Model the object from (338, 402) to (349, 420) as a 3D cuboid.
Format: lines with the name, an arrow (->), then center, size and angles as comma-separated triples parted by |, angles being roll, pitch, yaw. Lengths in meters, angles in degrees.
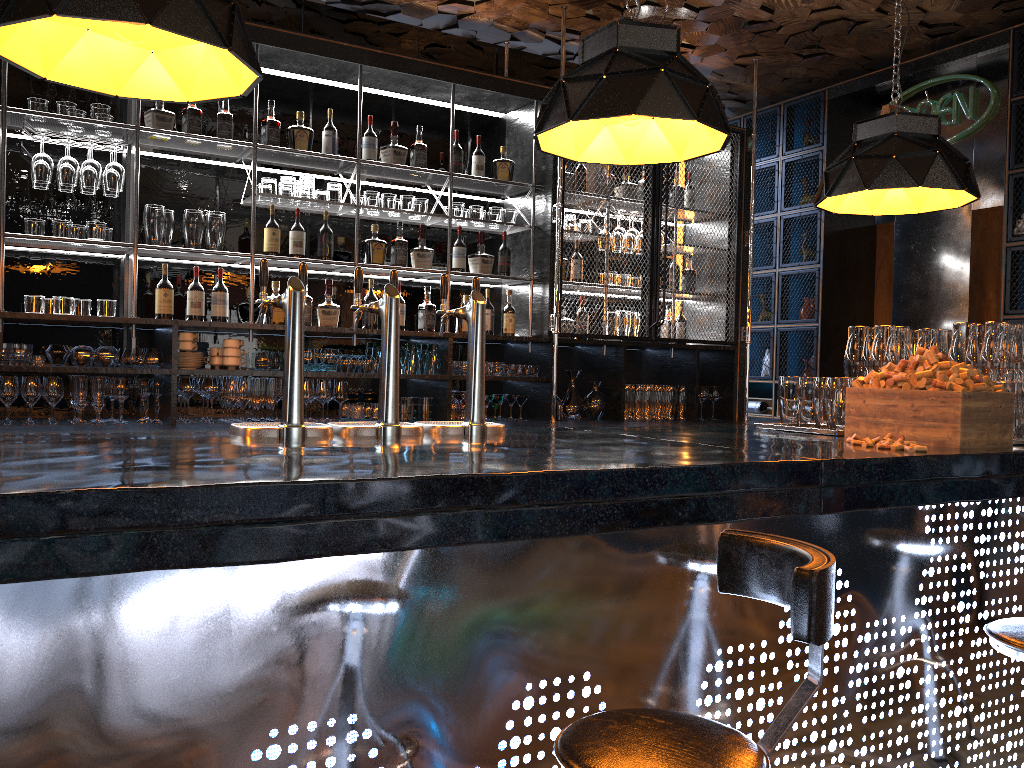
object -> -0.956, 0.154, 5.060 | 0.067, 0.100, 0.067 | 1, 1, -38

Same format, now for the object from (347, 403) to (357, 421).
object -> -0.892, 0.157, 4.968 | 0.067, 0.100, 0.067 | 1, 1, -38

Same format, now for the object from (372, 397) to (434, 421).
object -> -0.632, 0.143, 5.115 | 0.356, 0.134, 0.206 | 1, 1, -23

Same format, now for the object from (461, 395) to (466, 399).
object -> -0.258, 0.142, 5.372 | 0.106, 0.148, 0.106 | 2, 1, 2

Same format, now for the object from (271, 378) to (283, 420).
object -> -1.295, 0.083, 4.892 | 0.091, 0.229, 0.091 | 2, 1, 6

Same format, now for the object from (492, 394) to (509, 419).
object -> -0.074, 0.141, 5.604 | 0.107, 0.152, 0.107 | 1, 1, -24

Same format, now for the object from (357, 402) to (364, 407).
object -> -0.869, 0.156, 5.105 | 0.067, 0.099, 0.067 | 2, 1, 32

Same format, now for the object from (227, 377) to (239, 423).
object -> -1.428, 0.082, 4.535 | 0.058, 0.234, 0.058 | 2, 1, 13

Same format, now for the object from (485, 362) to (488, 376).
object -> -0.188, -0.090, 5.236 | 0.084, 0.082, 0.084 | 1, 1, -12

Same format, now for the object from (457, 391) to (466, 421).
object -> -0.284, 0.131, 5.239 | 0.089, 0.174, 0.089 | 2, 1, 21

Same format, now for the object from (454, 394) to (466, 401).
object -> -0.318, 0.139, 5.473 | 0.106, 0.148, 0.106 | 1, 1, -11

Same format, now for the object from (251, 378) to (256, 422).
object -> -1.346, 0.084, 4.649 | 0.049, 0.231, 0.049 | 1, 1, -21

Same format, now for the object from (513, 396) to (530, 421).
object -> 0.054, 0.148, 5.393 | 0.107, 0.152, 0.107 | 1, 1, -4

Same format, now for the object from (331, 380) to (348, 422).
object -> -0.935, 0.093, 4.834 | 0.091, 0.229, 0.091 | 2, 1, 32

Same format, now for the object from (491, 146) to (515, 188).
object -> -0.055, -1.347, 5.502 | 0.151, 0.248, 0.094 | 1, 1, -1

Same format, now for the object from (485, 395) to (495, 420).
object -> -0.159, 0.143, 5.431 | 0.106, 0.148, 0.106 | 1, 1, -1

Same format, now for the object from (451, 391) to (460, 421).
object -> -0.347, 0.131, 5.134 | 0.089, 0.174, 0.089 | 2, 1, 21

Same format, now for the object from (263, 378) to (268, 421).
object -> -1.307, 0.083, 4.745 | 0.049, 0.231, 0.049 | 1, 1, -22

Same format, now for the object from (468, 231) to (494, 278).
object -> -0.189, -0.794, 5.427 | 0.123, 0.279, 0.123 | 1, 1, -41

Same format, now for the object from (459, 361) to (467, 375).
object -> -0.273, -0.092, 5.189 | 0.084, 0.082, 0.084 | 1, 1, -29

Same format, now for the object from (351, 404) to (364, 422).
object -> -0.848, 0.160, 4.864 | 0.067, 0.100, 0.067 | 1, 1, -38

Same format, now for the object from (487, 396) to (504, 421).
object -> -0.101, 0.146, 5.330 | 0.106, 0.148, 0.106 | 1, 1, -20

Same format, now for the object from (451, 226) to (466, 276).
object -> -0.321, -0.807, 5.375 | 0.086, 0.298, 0.086 | 2, 1, 19

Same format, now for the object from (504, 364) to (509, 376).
object -> -0.035, -0.085, 5.479 | 0.088, 0.070, 0.098 | 1, 1, -7

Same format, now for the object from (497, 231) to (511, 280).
object -> -0.050, -0.803, 5.526 | 0.086, 0.299, 0.086 | 2, 1, 19

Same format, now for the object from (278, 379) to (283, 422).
object -> -1.186, 0.089, 4.687 | 0.091, 0.229, 0.091 | 1, 1, -44

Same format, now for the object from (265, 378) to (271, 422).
object -> -1.279, 0.085, 4.686 | 0.049, 0.231, 0.049 | 1, 1, -26

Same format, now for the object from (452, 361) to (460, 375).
object -> -0.344, -0.093, 5.151 | 0.084, 0.082, 0.084 | 1, 1, -37

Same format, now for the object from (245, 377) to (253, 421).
object -> -1.407, 0.081, 4.760 | 0.049, 0.231, 0.049 | 1, 1, -40

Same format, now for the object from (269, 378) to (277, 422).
object -> -1.248, 0.087, 4.629 | 0.049, 0.231, 0.049 | 1, 1, -35

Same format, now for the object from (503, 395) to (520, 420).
object -> -0.005, 0.145, 5.494 | 0.107, 0.152, 0.107 | 1, 1, -16

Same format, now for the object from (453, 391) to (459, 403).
object -> -0.351, 0.128, 5.312 | 0.089, 0.174, 0.089 | 2, 1, 21

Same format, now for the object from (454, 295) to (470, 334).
object -> -0.280, -0.417, 5.401 | 0.151, 0.248, 0.094 | 1, 1, -21

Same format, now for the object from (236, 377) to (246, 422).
object -> -1.422, 0.080, 4.659 | 0.058, 0.234, 0.058 | 2, 1, 3

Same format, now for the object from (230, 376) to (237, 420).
object -> -1.508, 0.076, 4.805 | 0.058, 0.234, 0.058 | 2, 1, 14

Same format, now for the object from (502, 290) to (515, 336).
object -> -0.020, -0.437, 5.550 | 0.080, 0.299, 0.080 | 1, 1, -28

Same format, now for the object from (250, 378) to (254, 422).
object -> -1.370, 0.082, 4.706 | 0.049, 0.231, 0.049 | 2, 1, 7

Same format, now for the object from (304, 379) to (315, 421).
object -> -1.125, 0.088, 4.859 | 0.091, 0.229, 0.091 | 2, 1, 2

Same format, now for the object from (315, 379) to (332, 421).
object -> -1.042, 0.089, 4.904 | 0.091, 0.229, 0.091 | 1, 1, -36

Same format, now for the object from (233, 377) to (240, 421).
object -> -1.465, 0.078, 4.738 | 0.058, 0.234, 0.058 | 2, 1, 37

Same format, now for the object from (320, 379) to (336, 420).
object -> -1.045, 0.087, 5.038 | 0.091, 0.229, 0.091 | 1, 1, -32

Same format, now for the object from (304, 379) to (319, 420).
object -> -1.131, 0.085, 4.985 | 0.091, 0.229, 0.091 | 2, 1, 28

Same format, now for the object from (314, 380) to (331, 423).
object -> -1.020, 0.092, 4.788 | 0.091, 0.229, 0.091 | 1, 1, -3

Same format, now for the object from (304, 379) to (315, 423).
object -> -1.100, 0.090, 4.743 | 0.091, 0.229, 0.091 | 2, 1, 17

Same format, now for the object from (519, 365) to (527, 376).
object -> 0.074, -0.082, 5.485 | 0.098, 0.070, 0.088 | 1, 1, -3

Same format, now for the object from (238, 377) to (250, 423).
object -> -1.383, 0.083, 4.572 | 0.058, 0.234, 0.058 | 1, 1, -27

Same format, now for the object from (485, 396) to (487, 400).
object -> -0.201, 0.145, 5.270 | 0.106, 0.148, 0.106 | 1, 1, -11

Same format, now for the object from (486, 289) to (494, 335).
object -> -0.153, -0.440, 5.490 | 0.086, 0.298, 0.086 | 2, 1, 19

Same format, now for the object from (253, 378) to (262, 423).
object -> -1.313, 0.086, 4.591 | 0.049, 0.231, 0.049 | 1, 1, -18

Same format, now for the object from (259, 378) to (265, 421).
object -> -1.345, 0.082, 4.791 | 0.049, 0.231, 0.049 | 1, 1, -27

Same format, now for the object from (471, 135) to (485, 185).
object -> -0.209, -1.377, 5.449 | 0.086, 0.298, 0.086 | 2, 1, 19

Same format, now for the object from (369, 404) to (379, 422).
object -> -0.756, 0.162, 4.914 | 0.067, 0.099, 0.067 | 2, 1, 32

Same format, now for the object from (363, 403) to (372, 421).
object -> -0.819, 0.159, 5.022 | 0.067, 0.099, 0.067 | 2, 1, 32

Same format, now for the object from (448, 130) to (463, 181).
object -> -0.337, -1.379, 5.343 | 0.086, 0.299, 0.086 | 2, 1, 19
